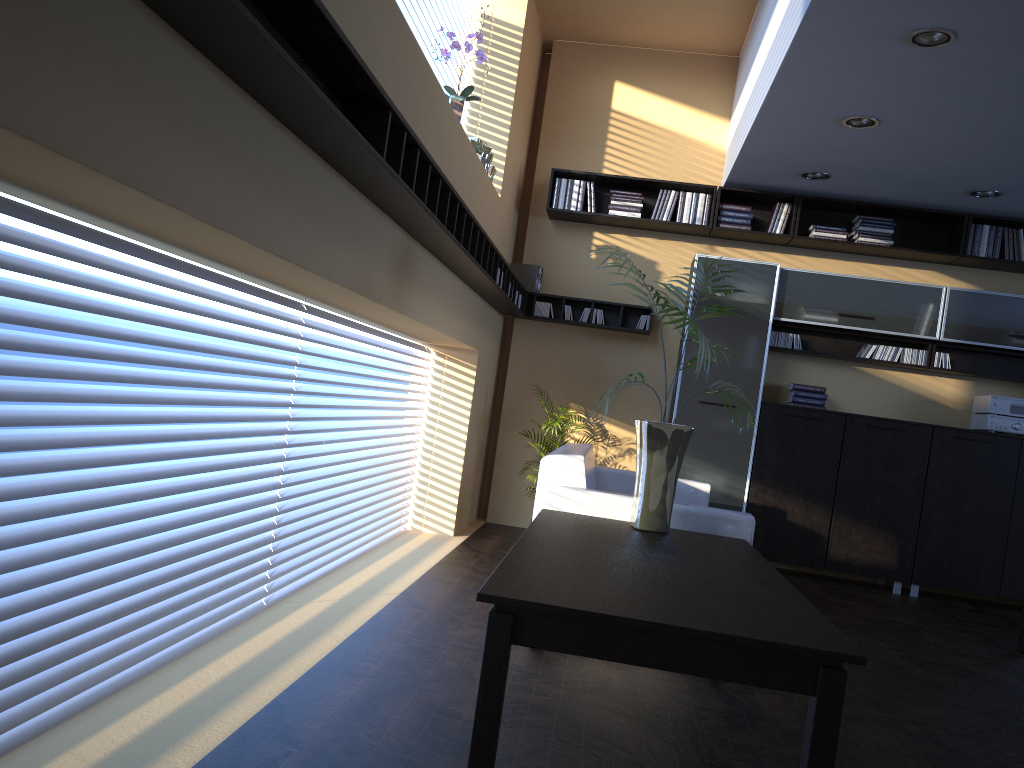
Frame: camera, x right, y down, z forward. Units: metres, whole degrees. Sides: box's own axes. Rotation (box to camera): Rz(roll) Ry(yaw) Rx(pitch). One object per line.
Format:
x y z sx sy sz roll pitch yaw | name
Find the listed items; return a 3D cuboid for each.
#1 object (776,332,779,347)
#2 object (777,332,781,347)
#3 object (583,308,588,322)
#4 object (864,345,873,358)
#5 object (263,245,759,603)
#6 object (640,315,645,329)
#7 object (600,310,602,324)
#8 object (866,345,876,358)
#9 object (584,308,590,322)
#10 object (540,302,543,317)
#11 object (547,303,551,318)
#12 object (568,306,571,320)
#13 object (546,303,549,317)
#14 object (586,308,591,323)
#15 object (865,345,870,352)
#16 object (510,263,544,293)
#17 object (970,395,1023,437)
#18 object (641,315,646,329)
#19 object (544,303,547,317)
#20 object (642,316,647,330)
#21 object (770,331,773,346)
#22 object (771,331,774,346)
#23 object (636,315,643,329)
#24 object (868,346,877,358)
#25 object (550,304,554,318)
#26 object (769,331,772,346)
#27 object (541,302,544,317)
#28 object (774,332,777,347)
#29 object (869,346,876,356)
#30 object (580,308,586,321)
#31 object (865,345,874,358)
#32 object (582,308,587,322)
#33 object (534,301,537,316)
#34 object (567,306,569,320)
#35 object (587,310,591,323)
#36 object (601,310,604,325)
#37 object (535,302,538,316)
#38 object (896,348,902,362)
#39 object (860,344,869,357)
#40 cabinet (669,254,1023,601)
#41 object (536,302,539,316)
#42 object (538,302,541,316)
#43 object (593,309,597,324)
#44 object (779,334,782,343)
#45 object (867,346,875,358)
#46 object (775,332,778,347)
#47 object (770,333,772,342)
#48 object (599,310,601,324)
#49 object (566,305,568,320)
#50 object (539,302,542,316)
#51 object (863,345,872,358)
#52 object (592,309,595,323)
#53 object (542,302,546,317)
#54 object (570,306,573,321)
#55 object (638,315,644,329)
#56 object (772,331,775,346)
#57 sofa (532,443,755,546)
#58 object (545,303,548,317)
2.146 -0.356 7.201 0.009 0.120 0.142 8 0 7 | object
2.156 -0.355 7.198 0.009 0.120 0.142 8 0 7 | object
0.616 -0.566 7.383 0.030 0.120 0.142 8 0 7 | object
2.843 -0.257 7.120 0.059 0.113 0.142 8 0 7 | object
0.088 0.221 3.970 1.893 1.860 1.041 8 0 27 | object
1.075 -0.503 7.329 0.030 0.120 0.142 8 0 7 | object
0.741 -0.549 7.368 0.030 0.120 0.142 8 0 7 | object
2.863 -0.254 7.120 0.059 0.113 0.142 8 0 7 | object
0.626 -0.565 7.382 0.030 0.120 0.142 8 0 7 | object
0.253 -0.617 7.426 0.009 0.120 0.142 8 0 7 | object
0.314 -0.608 7.419 0.009 0.120 0.142 8 0 7 | object
0.481 -0.585 7.399 0.030 0.120 0.142 8 0 7 | object
0.304 -0.610 7.420 0.009 0.120 0.142 8 0 7 | object
0.636 -0.564 7.381 0.030 0.120 0.142 8 0 7 | object
2.824 -0.260 7.128 0.059 0.113 0.142 8 0 7 | object
0.117 -0.882 7.453 0.254 0.229 0.159 8 0 17 | object
3.841 0.255 6.843 0.430 0.282 0.363 8 0 7 | object
1.085 -0.502 7.328 0.030 0.120 0.142 8 0 7 | object
0.284 -0.613 7.422 0.009 0.120 0.142 8 0 7 | object
1.096 -0.500 7.327 0.030 0.120 0.142 8 0 7 | object
2.097 -0.363 7.207 0.006 0.118 0.140 8 0 7 | object
2.107 -0.362 7.206 0.006 0.118 0.140 8 0 7 | object
1.050 -0.506 7.332 0.040 0.118 0.142 8 0 7 | object
2.873 -0.253 7.115 0.055 0.110 0.140 8 0 7 | object
0.338 -0.604 7.416 0.040 0.118 0.142 8 0 7 | object
2.086 -0.365 7.206 0.009 0.120 0.142 8 0 7 | object
0.264 -0.615 7.425 0.009 0.120 0.142 8 0 7 | object
2.127 -0.359 7.208 0.009 0.120 0.142 8 0 7 | object
2.873 -0.253 7.122 0.059 0.113 0.142 8 0 7 | object
0.591 -0.569 7.386 0.040 0.118 0.142 8 0 7 | object
2.853 -0.256 7.116 0.055 0.110 0.140 8 0 7 | object
0.606 -0.568 7.384 0.030 0.120 0.142 8 0 7 | object
0.203 -0.624 7.432 0.009 0.120 0.142 8 0 7 | object
0.471 -0.586 7.400 0.030 0.120 0.142 8 0 7 | object
0.637 -0.563 7.381 0.030 0.124 0.142 8 0 7 | object
0.756 -0.546 7.367 0.040 0.118 0.142 8 0 7 | object
0.213 -0.622 7.431 0.009 0.120 0.142 8 0 7 | object
3.074 -0.228 7.090 0.036 0.116 0.140 8 0 7 | object
2.813 -0.261 7.119 0.059 0.113 0.142 8 0 7 | object
3.208 0.436 6.949 3.874 2.399 0.490 8 0 7 | cabinet
0.223 -0.621 7.429 0.009 0.120 0.142 8 0 7 | object
0.233 -0.620 7.428 0.009 0.120 0.142 8 0 7 | object
0.690 -0.557 7.374 0.009 0.120 0.142 8 0 7 | object
2.166 -0.354 7.199 0.009 0.120 0.142 8 0 7 | object
2.863 -0.254 7.119 0.055 0.110 0.140 8 0 7 | object
2.136 -0.358 7.202 0.006 0.118 0.140 8 0 7 | object
2.097 -0.363 7.211 0.009 0.120 0.142 8 0 7 | object
0.731 -0.551 7.370 0.030 0.120 0.142 8 0 7 | object
0.461 -0.588 7.401 0.030 0.120 0.142 8 0 7 | object
0.244 -0.618 7.427 0.009 0.120 0.142 8 0 7 | object
2.833 -0.259 7.121 0.059 0.113 0.142 8 0 7 | object
0.680 -0.558 7.376 0.009 0.120 0.142 8 0 7 | object
0.274 -0.614 7.424 0.009 0.120 0.142 8 0 7 | object
0.496 -0.582 7.397 0.040 0.118 0.142 8 0 7 | object
1.065 -0.505 7.330 0.030 0.120 0.142 8 0 7 | object
2.116 -0.360 7.203 0.009 0.120 0.142 8 0 7 | object
0.676 0.831 5.024 1.014 0.848 2.057 8 -1 7 | sofa
0.294 -0.611 7.421 0.009 0.120 0.142 8 0 7 | object
